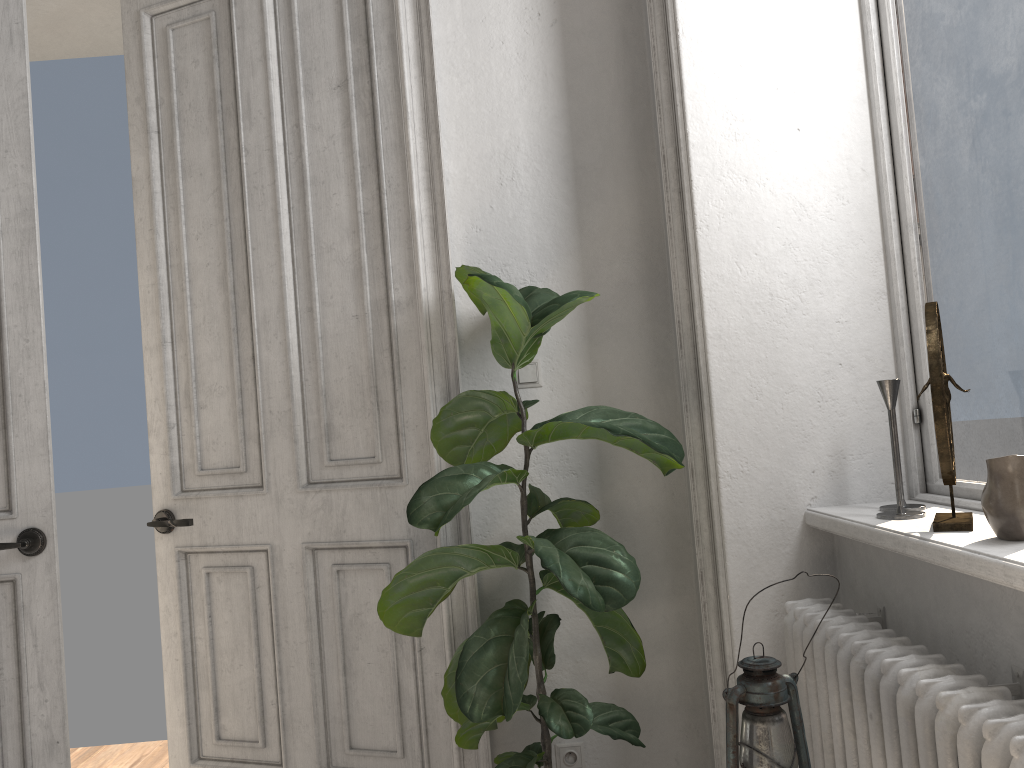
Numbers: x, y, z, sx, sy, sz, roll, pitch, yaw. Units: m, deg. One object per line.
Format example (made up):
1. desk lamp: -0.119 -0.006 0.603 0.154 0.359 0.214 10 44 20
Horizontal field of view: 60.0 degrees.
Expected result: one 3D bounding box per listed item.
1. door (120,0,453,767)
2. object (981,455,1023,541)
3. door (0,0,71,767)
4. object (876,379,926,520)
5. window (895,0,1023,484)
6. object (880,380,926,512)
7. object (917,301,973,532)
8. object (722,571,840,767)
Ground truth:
1. door: -0.714 -0.020 2.730 1.097 2.813 0.216 -6 -3 24
2. object: 0.832 0.186 1.478 0.102 0.142 0.100 -3 -3 -26
3. door: -1.870 0.065 2.542 1.097 2.813 0.216 -5 -2 0
4. object: 0.803 0.135 1.863 0.095 0.289 0.095 -6 -3 21
5. window: 0.915 -1.232 1.330 0.013 2.842 1.623 -5 -3 -1
6. object: 0.859 0.136 1.981 0.095 0.289 0.095 -6 -3 30
7. object: 0.821 0.055 1.677 0.087 0.425 0.347 -6 -3 31
8. object: 0.353 0.437 1.201 0.154 0.383 0.163 -3 -3 -28
